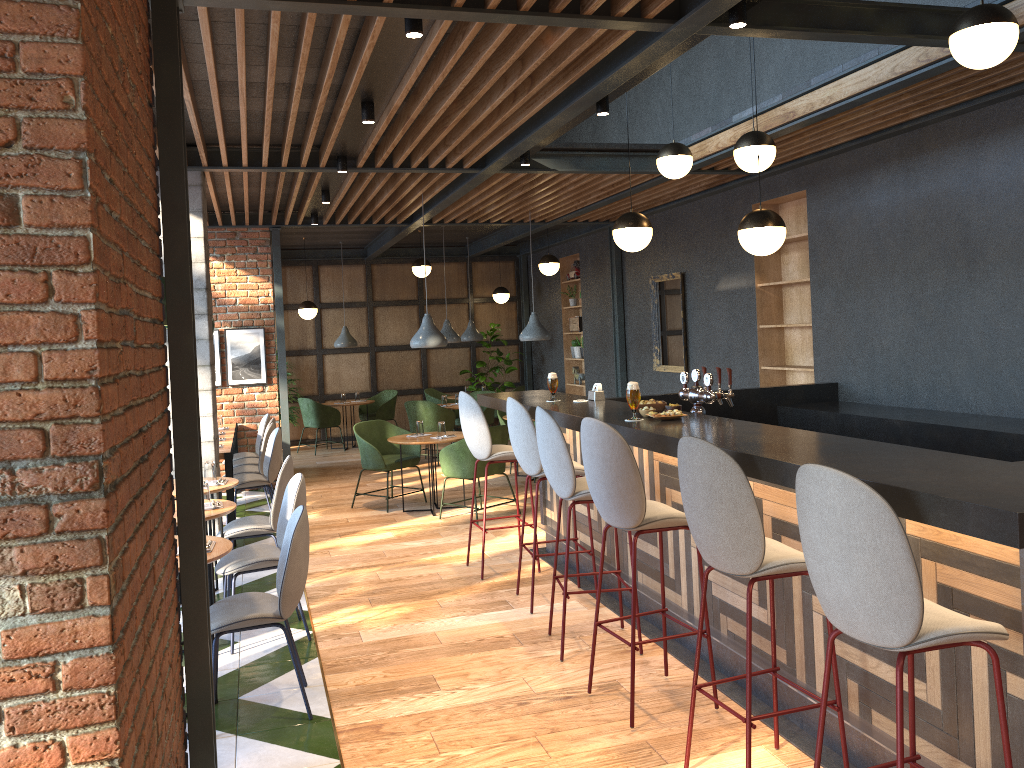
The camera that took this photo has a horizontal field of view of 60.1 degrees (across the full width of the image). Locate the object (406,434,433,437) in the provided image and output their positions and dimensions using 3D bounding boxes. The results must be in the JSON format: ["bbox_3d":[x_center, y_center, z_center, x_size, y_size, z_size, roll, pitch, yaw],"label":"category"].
[{"bbox_3d":[-0.871,0.481,8.401,0.157,0.019,0.243,0,5,43],"label":"object"}]

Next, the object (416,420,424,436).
[{"bbox_3d":[-0.871,0.416,8.369,0.080,0.138,0.080,-4,2,-34],"label":"object"}]

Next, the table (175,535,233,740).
[{"bbox_3d":[-1.550,1.104,3.815,0.699,0.746,0.701,-2,2,30],"label":"table"}]

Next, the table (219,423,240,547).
[{"bbox_3d":[-2.942,0.894,8.383,0.658,0.765,2.774,-3,3,-16],"label":"table"}]

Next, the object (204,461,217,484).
[{"bbox_3d":[-1.939,0.564,5.684,0.080,0.138,0.080,-2,2,42],"label":"object"}]

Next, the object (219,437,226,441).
[{"bbox_3d":[-2.709,0.505,8.127,0.157,0.019,0.243,-4,3,-16],"label":"object"}]

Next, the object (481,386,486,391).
[{"bbox_3d":[-0.430,0.100,13.426,0.080,0.138,0.080,-3,1,-9],"label":"object"}]

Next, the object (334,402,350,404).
[{"bbox_3d":[-2.534,0.280,13.180,0.242,0.019,0.158,0,4,39],"label":"object"}]

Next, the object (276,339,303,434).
[{"bbox_3d":[-3.596,0.161,13.253,0.913,1.721,0.980,-2,2,39],"label":"object"}]

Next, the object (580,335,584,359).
[{"bbox_3d":[1.048,-0.541,12.761,0.143,0.349,0.144,-3,1,1],"label":"object"}]

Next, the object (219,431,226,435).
[{"bbox_3d":[-2.885,0.482,8.667,0.157,0.019,0.243,-4,3,-16],"label":"object"}]

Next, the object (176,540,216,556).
[{"bbox_3d":[-1.379,0.710,3.851,0.157,0.019,0.243,-3,3,-13],"label":"object"}]

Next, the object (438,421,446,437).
[{"bbox_3d":[-0.650,0.417,8.184,0.080,0.138,0.080,-4,2,-34],"label":"object"}]

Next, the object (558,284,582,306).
[{"bbox_3d":[0.919,-1.309,13.036,0.174,0.329,0.536,-4,3,-37],"label":"object"}]

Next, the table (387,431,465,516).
[{"bbox_3d":[-0.743,0.835,8.289,0.807,0.686,0.809,-2,2,14],"label":"table"}]

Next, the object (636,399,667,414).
[{"bbox_3d":[0.699,0.115,4.517,0.168,0.072,0.168,-3,3,4],"label":"object"}]

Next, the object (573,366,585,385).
[{"bbox_3d":[1.002,-0.127,13.026,0.150,0.257,0.522,-3,3,-17],"label":"object"}]

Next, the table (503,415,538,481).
[{"bbox_3d":[0.314,0.692,9.878,0.807,0.686,0.809,-1,3,33],"label":"table"}]

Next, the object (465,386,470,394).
[{"bbox_3d":[-0.690,0.105,13.550,0.080,0.138,0.080,-4,2,-39],"label":"object"}]

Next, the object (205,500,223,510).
[{"bbox_3d":[-1.668,0.665,4.858,0.157,0.019,0.243,-4,4,-20],"label":"object"}]

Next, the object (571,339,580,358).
[{"bbox_3d":[0.955,-0.535,13.206,0.173,0.295,0.190,-4,2,-42],"label":"object"}]

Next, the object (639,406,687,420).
[{"bbox_3d":[0.719,0.139,4.253,0.164,0.052,0.292,-3,3,-8],"label":"object"}]

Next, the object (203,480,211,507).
[{"bbox_3d":[-1.700,0.600,4.869,0.080,0.138,0.080,-2,1,23],"label":"object"}]

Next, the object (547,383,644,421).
[{"bbox_3d":[0.534,0.081,4.948,0.322,0.106,1.511,-3,3,-13],"label":"object"}]

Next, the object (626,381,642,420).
[{"bbox_3d":[0.581,0.079,4.230,0.070,0.182,0.070,-3,1,4],"label":"object"}]

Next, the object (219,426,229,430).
[{"bbox_3d":[-3.020,0.457,9.200,0.157,0.019,0.243,-4,3,-16],"label":"object"}]

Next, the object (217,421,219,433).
[{"bbox_3d":[-2.916,0.416,8.681,0.080,0.138,0.080,-4,2,-43],"label":"object"}]

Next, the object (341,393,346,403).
[{"bbox_3d":[-2.513,0.212,13.190,0.080,0.138,0.080,-4,2,-38],"label":"object"}]

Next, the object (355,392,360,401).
[{"bbox_3d":[-2.342,0.191,13.421,0.080,0.138,0.080,-4,2,-38],"label":"object"}]

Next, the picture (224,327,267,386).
[{"bbox_3d":[-2.951,-0.305,9.821,0.430,0.631,0.015,-3,1,-16],"label":"picture"}]

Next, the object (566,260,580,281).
[{"bbox_3d":[0.957,-1.664,12.969,0.204,0.284,0.517,-3,3,-16],"label":"object"}]

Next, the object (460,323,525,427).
[{"bbox_3d":[-0.299,-0.089,14.250,1.057,1.794,0.722,-3,1,-6],"label":"object"}]

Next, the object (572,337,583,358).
[{"bbox_3d":[0.979,-0.541,12.990,0.213,0.329,0.233,-3,2,-11],"label":"object"}]

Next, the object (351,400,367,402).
[{"bbox_3d":[-2.308,0.255,13.427,0.242,0.019,0.158,0,4,39],"label":"object"}]

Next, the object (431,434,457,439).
[{"bbox_3d":[-0.638,0.484,8.160,0.157,0.019,0.243,0,5,43],"label":"object"}]

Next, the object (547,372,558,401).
[{"bbox_3d":[0.259,0.016,5.612,0.070,0.178,0.070,-3,1,-13],"label":"object"}]

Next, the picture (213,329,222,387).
[{"bbox_3d":[-3.411,-0.275,9.686,0.430,0.631,0.015,-3,1,-16],"label":"picture"}]

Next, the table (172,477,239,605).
[{"bbox_3d":[-2.087,1.023,5.642,0.699,0.746,0.700,-3,2,-6],"label":"table"}]

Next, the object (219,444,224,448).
[{"bbox_3d":[-2.545,0.530,7.565,0.157,0.019,0.243,-4,3,-16],"label":"object"}]

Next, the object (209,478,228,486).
[{"bbox_3d":[-1.909,0.629,5.669,0.157,0.019,0.243,-3,3,-11],"label":"object"}]

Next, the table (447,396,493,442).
[{"bbox_3d":[-0.572,0.523,13.487,0.808,0.686,0.808,-3,2,-16],"label":"table"}]

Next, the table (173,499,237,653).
[{"bbox_3d":[-1.836,1.061,4.787,0.699,0.746,0.701,-2,2,26],"label":"table"}]

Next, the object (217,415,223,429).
[{"bbox_3d":[-3.051,0.391,9.213,0.080,0.138,0.080,-4,2,-43],"label":"object"}]

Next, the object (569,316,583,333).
[{"bbox_3d":[0.998,-0.883,13.026,0.199,0.241,0.340,-3,2,-21],"label":"object"}]

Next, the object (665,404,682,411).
[{"bbox_3d":[0.793,0.125,4.371,0.078,0.060,0.108,-3,3,-8],"label":"object"}]

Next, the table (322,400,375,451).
[{"bbox_3d":[-2.451,0.621,13.329,0.807,0.686,0.809,-2,2,23],"label":"table"}]

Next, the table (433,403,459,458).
[{"bbox_3d":[-0.792,0.629,11.852,0.807,0.686,0.809,-2,2,25],"label":"table"}]
